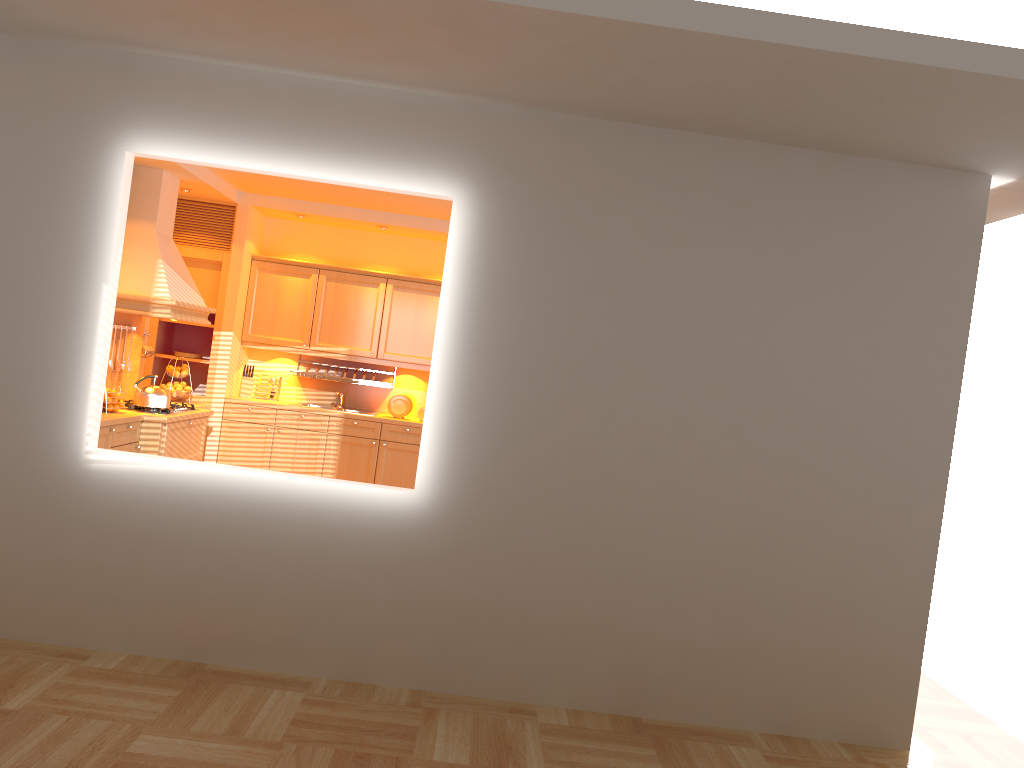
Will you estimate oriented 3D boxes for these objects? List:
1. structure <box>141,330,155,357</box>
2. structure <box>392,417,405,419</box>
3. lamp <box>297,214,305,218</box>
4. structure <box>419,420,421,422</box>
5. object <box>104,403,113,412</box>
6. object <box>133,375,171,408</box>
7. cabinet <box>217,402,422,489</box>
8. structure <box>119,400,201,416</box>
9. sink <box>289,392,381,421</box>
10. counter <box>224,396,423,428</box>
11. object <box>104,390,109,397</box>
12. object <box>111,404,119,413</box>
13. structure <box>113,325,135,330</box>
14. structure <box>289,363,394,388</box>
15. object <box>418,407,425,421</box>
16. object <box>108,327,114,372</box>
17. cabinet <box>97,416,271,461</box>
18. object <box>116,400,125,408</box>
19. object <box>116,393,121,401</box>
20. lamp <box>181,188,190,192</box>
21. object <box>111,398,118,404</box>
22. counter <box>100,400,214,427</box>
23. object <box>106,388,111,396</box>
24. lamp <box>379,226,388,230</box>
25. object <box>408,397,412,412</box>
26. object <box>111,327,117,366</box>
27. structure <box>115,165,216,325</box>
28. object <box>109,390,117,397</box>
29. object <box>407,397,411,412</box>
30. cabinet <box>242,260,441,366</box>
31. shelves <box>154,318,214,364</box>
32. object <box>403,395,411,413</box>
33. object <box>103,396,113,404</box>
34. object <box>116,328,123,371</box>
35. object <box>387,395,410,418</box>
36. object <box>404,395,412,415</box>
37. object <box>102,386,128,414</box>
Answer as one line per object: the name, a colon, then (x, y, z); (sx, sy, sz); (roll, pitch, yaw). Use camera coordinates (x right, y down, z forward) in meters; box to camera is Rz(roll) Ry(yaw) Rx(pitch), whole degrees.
structure: (-3.018, -0.330, 7.267); (0.126, 0.220, 0.320); (8, 1, -2)
structure: (-1.007, 0.296, 7.872); (0.084, 0.010, 0.219); (8, 1, 1)
lamp: (-1.832, -1.454, 7.695); (0.070, 0.021, 0.070); (7, 1, -41)
structure: (-0.776, 0.327, 7.910); (0.084, 0.010, 0.219); (8, 1, 0)
object: (-2.653, 0.154, 5.835); (0.052, 0.057, 0.060); (7, 1, -40)
object: (-2.531, 0.044, 6.257); (0.242, 0.215, 0.251); (7, 1, -14)
cabinet: (-0.979, 0.414, 7.871); (3.000, 1.700, 0.625); (8, 1, -2)
structure: (-2.661, 0.156, 6.533); (0.494, 0.051, 0.797); (8, 1, -2)
sink: (-1.560, 0.233, 7.862); (0.746, 0.336, 0.465); (8, 1, -2)
counter: (-1.562, 0.246, 7.865); (1.800, 0.038, 0.600); (8, 1, -2)
object: (-2.674, 0.065, 5.818); (0.052, 0.060, 0.057); (8, 1, 36)
object: (-2.651, 0.159, 5.896); (0.074, 0.063, 0.064); (7, 1, -21)
structure: (-2.864, -0.417, 6.513); (0.009, 0.024, 0.506); (8, 1, -2)
structure: (-1.522, -0.085, 8.010); (0.900, 0.126, 0.300); (8, 1, -2)
object: (-0.767, 0.266, 7.825); (0.133, 0.129, 0.037); (8, 1, -2)
object: (-2.860, -0.246, 6.335); (0.028, 0.323, 0.055); (8, 1, -2)
cabinet: (-2.621, 0.644, 6.718); (1.141, 0.840, 2.850); (8, 1, -2)
object: (-2.627, 0.135, 5.947); (0.061, 0.054, 0.052); (8, 1, 25)
object: (-2.641, 0.087, 5.929); (0.053, 0.052, 0.061); (7, 1, -29)
lamp: (-2.613, -1.550, 7.096); (0.070, 0.021, 0.070); (7, 1, -19)
object: (-2.645, 0.109, 5.876); (0.062, 0.053, 0.052); (8, 1, 20)
counter: (-2.738, 0.190, 6.406); (0.770, 0.038, 2.250); (8, 1, -2)
object: (-2.687, 0.054, 5.884); (0.063, 0.053, 0.051); (7, 1, -40)
lamp: (-1.120, -1.358, 7.720); (0.070, 0.021, 0.070); (8, 1, 38)
object: (-0.995, 0.195, 7.931); (0.205, 0.200, 0.049); (8, 1, 0)
object: (-2.872, -0.251, 6.393); (0.006, 0.319, 0.028); (8, 1, -2)
structure: (-1.142, -0.785, 7.259); (4.091, 1.148, 1.061); (7, 1, -28)
object: (-2.636, 0.065, 5.855); (0.053, 0.051, 0.063); (8, 1, 6)
object: (-0.996, 0.196, 7.875); (0.205, 0.200, 0.049); (8, 1, 0)
cabinet: (-1.449, -0.622, 7.985); (1.792, 0.712, 0.332); (8, 1, -2)
shelves: (-2.815, -0.190, 7.832); (0.600, 0.702, 0.582); (8, 1, -2)
object: (-0.997, 0.196, 7.847); (0.205, 0.200, 0.049); (8, 1, 0)
object: (-2.651, 0.107, 5.814); (0.053, 0.051, 0.063); (8, 1, 17)
object: (-2.870, -0.252, 6.494); (0.017, 0.320, 0.090); (8, 1, -2)
object: (-0.997, 0.196, 7.819); (0.205, 0.200, 0.049); (8, 1, 0)
object: (-0.995, 0.195, 7.903); (0.205, 0.200, 0.049); (8, 1, 0)
object: (-2.700, 0.096, 5.893); (0.189, 0.174, 0.207); (8, 1, 13)
